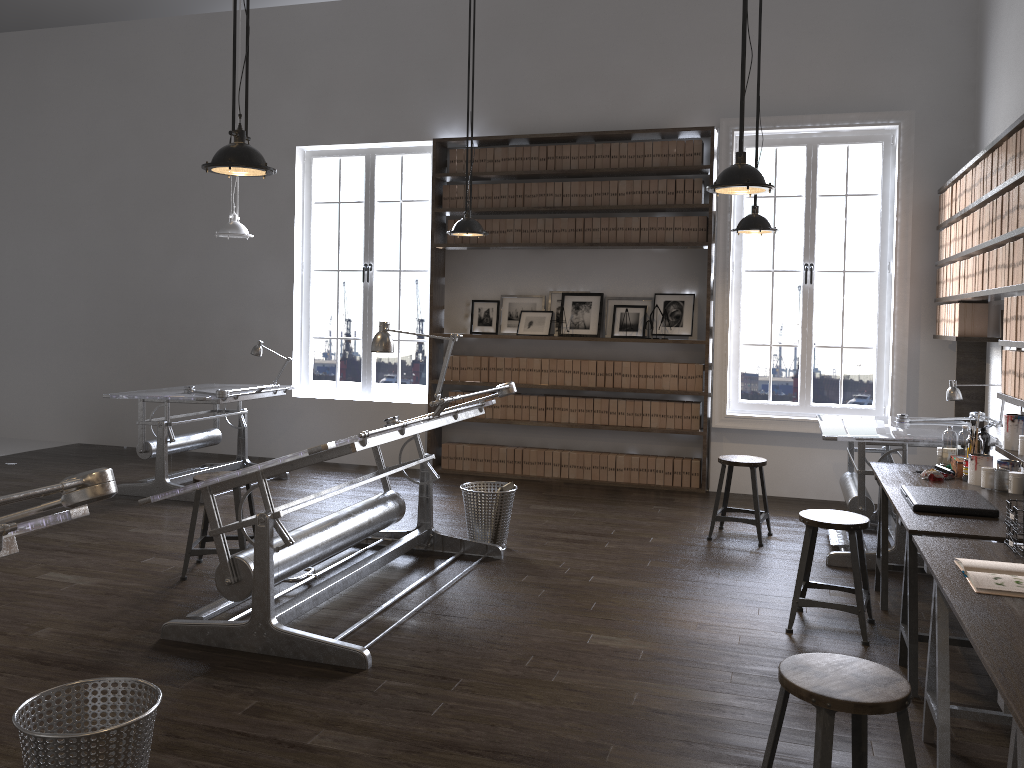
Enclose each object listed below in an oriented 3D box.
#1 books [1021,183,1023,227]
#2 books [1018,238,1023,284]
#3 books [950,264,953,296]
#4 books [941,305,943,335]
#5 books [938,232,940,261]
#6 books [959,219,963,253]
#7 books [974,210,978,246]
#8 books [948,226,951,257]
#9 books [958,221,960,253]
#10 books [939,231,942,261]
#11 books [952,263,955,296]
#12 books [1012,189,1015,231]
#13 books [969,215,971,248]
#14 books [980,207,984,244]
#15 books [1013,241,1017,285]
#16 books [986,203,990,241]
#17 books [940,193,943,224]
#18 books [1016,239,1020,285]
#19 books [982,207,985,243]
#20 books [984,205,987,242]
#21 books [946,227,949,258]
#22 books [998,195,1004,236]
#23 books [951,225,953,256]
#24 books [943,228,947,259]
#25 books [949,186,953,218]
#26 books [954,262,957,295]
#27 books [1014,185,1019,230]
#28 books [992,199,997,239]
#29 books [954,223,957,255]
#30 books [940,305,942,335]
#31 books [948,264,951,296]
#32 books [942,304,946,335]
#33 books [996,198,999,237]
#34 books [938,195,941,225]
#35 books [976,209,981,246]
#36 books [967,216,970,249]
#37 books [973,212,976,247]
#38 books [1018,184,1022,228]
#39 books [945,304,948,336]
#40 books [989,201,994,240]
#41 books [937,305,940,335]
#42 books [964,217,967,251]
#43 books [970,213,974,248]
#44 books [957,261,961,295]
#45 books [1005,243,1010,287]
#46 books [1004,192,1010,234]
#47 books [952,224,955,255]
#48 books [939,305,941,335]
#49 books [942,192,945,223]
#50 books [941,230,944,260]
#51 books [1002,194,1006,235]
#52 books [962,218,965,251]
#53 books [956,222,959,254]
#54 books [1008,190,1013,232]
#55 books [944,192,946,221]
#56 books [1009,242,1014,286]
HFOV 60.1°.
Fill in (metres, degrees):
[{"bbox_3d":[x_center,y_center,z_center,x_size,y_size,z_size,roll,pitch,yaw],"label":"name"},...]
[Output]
[{"bbox_3d":[2.543,-0.855,4.238,0.174,0.225,0.067,2,2,17],"label":"books"},{"bbox_3d":[2.536,-0.588,4.246,0.174,0.225,0.067,2,2,17],"label":"books"},{"bbox_3d":[3.112,-0.714,6.081,0.174,0.225,0.067,2,2,17],"label":"books"},{"bbox_3d":[3.197,-0.458,6.389,0.174,0.225,0.067,2,2,17],"label":"books"},{"bbox_3d":[3.292,-1.025,6.626,0.174,0.225,0.067,2,2,17],"label":"books"},{"bbox_3d":[3.021,-0.961,5.775,0.174,0.225,0.067,2,2,17],"label":"books"},{"bbox_3d":[2.879,-0.929,5.312,0.174,0.225,0.067,2,2,17],"label":"books"},{"bbox_3d":[3.170,-0.998,6.234,0.174,0.225,0.067,2,2,17],"label":"books"},{"bbox_3d":[3.049,-0.965,5.844,0.174,0.225,0.067,2,2,17],"label":"books"},{"bbox_3d":[3.267,-1.020,6.561,0.174,0.225,0.067,2,2,17],"label":"books"},{"bbox_3d":[3.095,-0.709,6.014,0.174,0.225,0.067,2,2,17],"label":"books"},{"bbox_3d":[2.605,-0.868,4.425,0.174,0.225,0.067,2,2,17],"label":"books"},{"bbox_3d":[2.940,-0.942,5.499,0.174,0.225,0.067,2,2,17],"label":"books"},{"bbox_3d":[2.838,-0.919,5.175,0.174,0.225,0.067,2,2,17],"label":"books"},{"bbox_3d":[2.584,-0.597,4.378,0.174,0.225,0.067,2,2,17],"label":"books"},{"bbox_3d":[2.770,-0.906,4.974,0.174,0.225,0.067,2,2,17],"label":"books"},{"bbox_3d":[3.274,-1.298,6.562,0.174,0.225,0.067,2,2,17],"label":"books"},{"bbox_3d":[2.561,-0.592,4.311,0.174,0.225,0.067,2,2,17],"label":"books"},{"bbox_3d":[2.819,-0.915,5.108,0.174,0.225,0.067,2,2,17],"label":"books"},{"bbox_3d":[2.795,-0.910,5.042,0.174,0.225,0.067,2,2,17],"label":"books"},{"bbox_3d":[3.191,-1.002,6.302,0.174,0.225,0.067,2,2,17],"label":"books"},{"bbox_3d":[2.686,-0.887,4.701,0.174,0.225,0.067,2,2,17],"label":"books"},{"bbox_3d":[3.127,-0.983,6.106,0.174,0.225,0.067,2,2,17],"label":"books"},{"bbox_3d":[3.206,-1.007,6.368,0.174,0.225,0.067,2,2,17],"label":"books"},{"bbox_3d":[3.171,-1.274,6.222,0.174,0.225,0.067,2,2,17],"label":"books"},{"bbox_3d":[3.072,-0.705,5.948,0.174,0.225,0.067,2,2,17],"label":"books"},{"bbox_3d":[2.579,-0.863,4.363,0.174,0.225,0.067,2,2,17],"label":"books"},{"bbox_3d":[2.734,-0.897,4.843,0.174,0.225,0.067,2,2,17],"label":"books"},{"bbox_3d":[3.081,-0.974,5.969,0.174,0.225,0.067,2,2,17],"label":"books"},{"bbox_3d":[3.220,-0.462,6.448,0.174,0.225,0.067,2,2,17],"label":"books"},{"bbox_3d":[3.130,-0.719,6.152,0.174,0.225,0.067,2,2,17],"label":"books"},{"bbox_3d":[3.175,-0.453,6.320,0.174,0.225,0.067,2,2,17],"label":"books"},{"bbox_3d":[2.713,-0.891,4.770,0.174,0.225,0.067,2,2,17],"label":"books"},{"bbox_3d":[3.295,-1.302,6.631,0.174,0.225,0.067,2,2,17],"label":"books"},{"bbox_3d":[2.855,-0.924,5.243,0.174,0.225,0.067,2,2,17],"label":"books"},{"bbox_3d":[2.962,-0.946,5.567,0.174,0.225,0.067,2,2,17],"label":"books"},{"bbox_3d":[2.899,-0.933,5.371,0.174,0.225,0.067,2,2,17],"label":"books"},{"bbox_3d":[2.564,-0.859,4.297,0.174,0.225,0.067,2,2,17],"label":"books"},{"bbox_3d":[3.157,-0.448,6.249,0.174,0.225,0.067,2,2,17],"label":"books"},{"bbox_3d":[2.748,-0.901,4.905,0.174,0.225,0.067,2,2,17],"label":"books"},{"bbox_3d":[3.258,-0.471,6.582,0.174,0.225,0.067,2,2,17],"label":"books"},{"bbox_3d":[2.979,-0.951,5.635,0.174,0.225,0.067,2,2,17],"label":"books"},{"bbox_3d":[2.915,-0.937,5.436,0.174,0.225,0.067,2,2,17],"label":"books"},{"bbox_3d":[3.026,-0.696,5.818,0.174,0.225,0.067,2,2,17],"label":"books"},{"bbox_3d":[2.619,-0.606,4.515,0.174,0.225,0.067,2,2,17],"label":"books"},{"bbox_3d":[2.643,-0.877,4.562,0.174,0.225,0.067,2,2,17],"label":"books"},{"bbox_3d":[3.102,-0.979,6.038,0.174,0.225,0.067,2,2,17],"label":"books"},{"bbox_3d":[3.242,-0.466,6.509,0.174,0.225,0.067,2,2,17],"label":"books"},{"bbox_3d":[3.255,-1.293,6.491,0.174,0.225,0.067,2,2,17],"label":"books"},{"bbox_3d":[3.247,-1.015,6.491,0.174,0.225,0.067,2,2,17],"label":"books"},{"bbox_3d":[2.669,-0.882,4.628,0.174,0.225,0.067,2,2,17],"label":"books"},{"bbox_3d":[3.004,-0.955,5.702,0.174,0.225,0.067,2,2,17],"label":"books"},{"bbox_3d":[3.066,-0.970,5.907,0.174,0.225,0.067,2,2,17],"label":"books"},{"bbox_3d":[2.626,-0.872,4.493,0.174,0.225,0.067,2,2,17],"label":"books"},{"bbox_3d":[3.238,-1.288,6.424,0.174,0.225,0.067,2,2,17],"label":"books"},{"bbox_3d":[2.601,-0.601,4.445,0.174,0.225,0.067,2,2,17],"label":"books"}]
